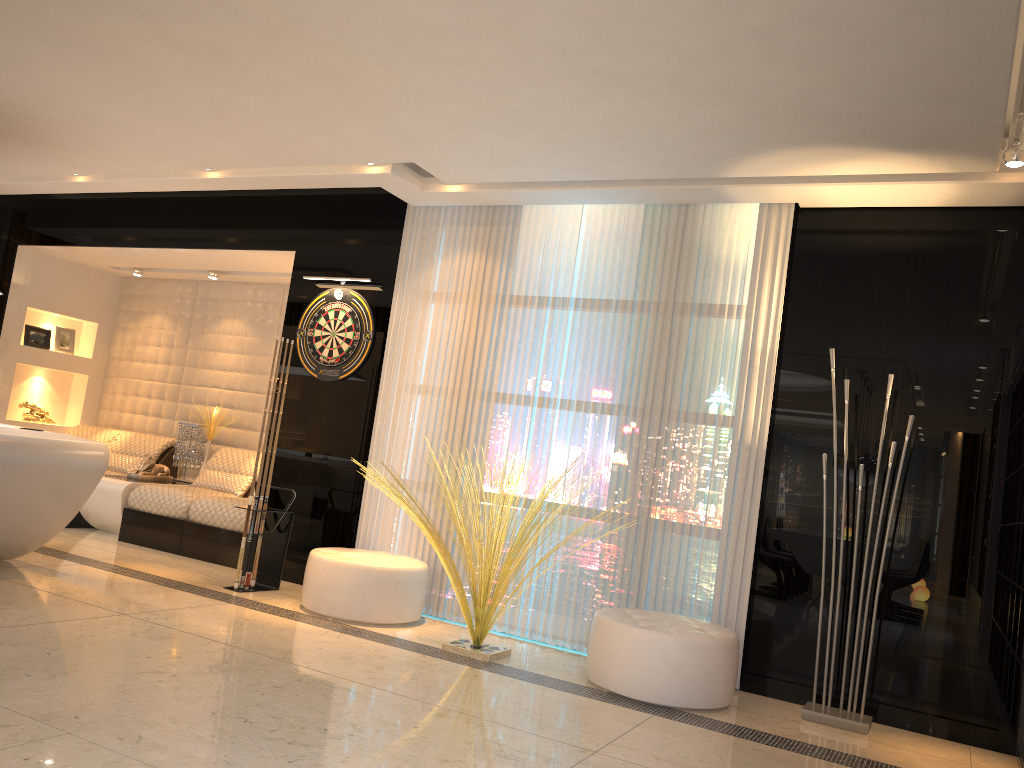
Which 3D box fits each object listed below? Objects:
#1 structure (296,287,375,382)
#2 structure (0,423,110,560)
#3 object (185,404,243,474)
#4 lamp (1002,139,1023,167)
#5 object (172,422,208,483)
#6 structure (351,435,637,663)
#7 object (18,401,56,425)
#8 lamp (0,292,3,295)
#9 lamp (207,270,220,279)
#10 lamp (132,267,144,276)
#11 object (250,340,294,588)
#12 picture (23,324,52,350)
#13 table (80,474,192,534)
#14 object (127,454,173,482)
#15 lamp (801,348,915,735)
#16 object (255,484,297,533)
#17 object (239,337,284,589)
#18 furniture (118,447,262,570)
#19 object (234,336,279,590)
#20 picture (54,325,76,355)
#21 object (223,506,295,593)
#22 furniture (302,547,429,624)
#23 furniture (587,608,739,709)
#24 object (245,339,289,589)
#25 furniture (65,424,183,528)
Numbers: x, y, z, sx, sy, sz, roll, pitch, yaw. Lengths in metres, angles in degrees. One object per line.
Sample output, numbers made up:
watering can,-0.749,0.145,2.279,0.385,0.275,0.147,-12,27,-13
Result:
structure,-1.237,-0.346,6.188,0.669,0.669,0.048,5,-6,27
structure,-4.123,0.507,5.316,2.912,0.812,1.659,5,-6,27
object,-2.637,0.532,7.734,0.390,0.718,0.388,6,-5,18
lamp,2.293,-1.052,4.034,0.107,0.127,0.107,7,-5,8
object,-2.882,0.606,7.901,0.247,0.522,0.124,5,-6,27
structure,-0.179,0.832,4.585,1.275,1.142,1.282,10,-5,-17
object,-4.487,0.277,8.394,0.124,0.202,0.409,5,-6,30
lamp,-3.883,-1.161,5.485,1.578,0.995,0.939,5,-6,27
lamp,-2.656,-0.999,7.905,0.107,0.127,0.107,7,-5,8
lamp,-3.516,-1.080,8.343,0.107,0.127,0.107,7,-5,8
object,-1.538,0.507,5.695,0.027,1.605,0.026,10,-6,-25
picture,-4.431,-0.429,8.267,0.090,0.209,0.264,5,-6,27
table,-3.050,1.043,7.504,0.608,0.457,1.143,5,-6,27
object,-3.035,0.702,7.483,0.155,0.217,0.344,5,-6,27
lamp,1.676,0.735,4.316,0.418,1.801,0.200,5,-6,27
object,-1.547,0.814,5.735,0.330,0.297,0.032,5,-6,27
object,-1.580,0.491,5.611,0.027,1.605,0.026,10,-6,-25
furniture,-2.176,0.947,7.092,1.312,0.810,1.107,5,-6,27
object,-1.600,0.485,5.568,0.027,1.605,0.026,10,-6,-25
picture,-4.301,-0.414,8.520,0.094,0.262,0.211,5,-6,26
object,-1.623,1.045,5.629,0.261,0.508,0.325,5,-6,27
furniture,-0.877,1.199,5.334,0.735,0.357,0.735,5,-6,29
furniture,0.746,1.343,4.404,0.735,0.357,0.735,8,-5,-1
object,-1.559,0.500,5.653,0.027,1.605,0.026,10,-6,-25
furniture,-3.869,0.787,7.955,1.312,0.810,1.107,5,-6,27
